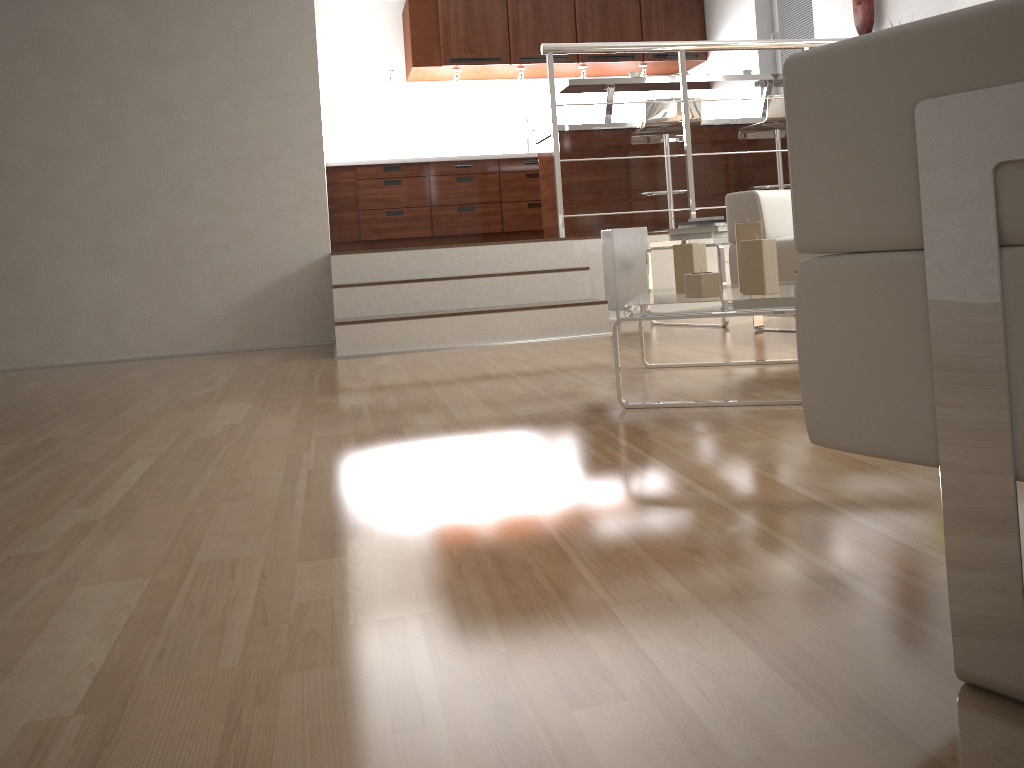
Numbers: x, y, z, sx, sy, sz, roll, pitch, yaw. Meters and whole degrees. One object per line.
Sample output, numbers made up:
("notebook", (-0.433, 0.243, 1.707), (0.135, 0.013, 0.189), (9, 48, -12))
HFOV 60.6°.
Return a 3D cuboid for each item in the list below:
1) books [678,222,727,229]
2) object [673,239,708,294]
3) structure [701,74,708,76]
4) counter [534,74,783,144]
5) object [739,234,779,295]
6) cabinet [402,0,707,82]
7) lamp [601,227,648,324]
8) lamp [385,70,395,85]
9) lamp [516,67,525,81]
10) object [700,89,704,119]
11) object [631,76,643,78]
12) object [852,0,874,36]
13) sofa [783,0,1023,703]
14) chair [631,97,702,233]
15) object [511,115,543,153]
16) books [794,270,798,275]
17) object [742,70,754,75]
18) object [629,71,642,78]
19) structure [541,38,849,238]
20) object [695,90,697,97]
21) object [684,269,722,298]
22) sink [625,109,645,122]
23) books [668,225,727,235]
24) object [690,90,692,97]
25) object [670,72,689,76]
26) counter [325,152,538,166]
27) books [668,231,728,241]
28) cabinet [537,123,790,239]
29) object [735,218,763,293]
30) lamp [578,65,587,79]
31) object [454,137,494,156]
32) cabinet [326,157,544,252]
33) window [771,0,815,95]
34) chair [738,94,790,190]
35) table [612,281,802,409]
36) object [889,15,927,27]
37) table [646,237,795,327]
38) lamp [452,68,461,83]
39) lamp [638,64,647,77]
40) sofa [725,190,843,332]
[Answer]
("books", (0.926, -0.757, 4.179), (0.153, 0.014, 0.216), (-11, 11, -41))
("object", (0.495, -0.327, 2.425), (0.067, 0.150, 0.067), (-5, 1, -41))
("structure", (1.729, -2.874, 8.342), (0.049, 0.034, 0.602), (-5, 9, -11))
("counter", (1.268, -2.024, 6.449), (2.106, 0.317, 0.845), (-6, 8, -11))
("object", (0.619, -0.300, 2.194), (0.067, 0.151, 0.067), (-5, 1, -41))
("cabinet", (0.391, -3.211, 8.097), (2.723, 0.635, 0.654), (-5, 4, -12))
("lamp", (0.590, -0.560, 4.499), (0.193, 0.480, 0.199), (-4, 1, -11))
("lamp", (-1.057, -2.661, 7.610), (0.080, 0.124, 0.081), (-3, 2, 28))
("lamp", (0.077, -2.772, 7.844), (0.080, 0.124, 0.081), (-3, 2, 28))
("object", (1.751, -2.647, 8.127), (0.024, 0.381, 0.071), (-4, 0, -11))
("object", (0.827, -2.093, 6.008), (0.130, 0.008, 0.141), (-5, 9, -9))
("object", (2.250, -2.595, 5.640), (0.150, 0.788, 0.152), (-4, 0, 34))
("sofa", (1.249, -0.213, 1.037), (1.797, 0.736, 0.906), (-9, 7, -36))
("chair", (1.024, -1.409, 5.716), (0.389, 0.846, 0.426), (-4, 1, -7))
("object", (0.176, -2.308, 8.194), (0.330, 0.404, 0.163), (-4, 1, -11))
("books", (0.935, -0.316, 2.466), (0.203, 0.055, 0.295), (-3, 8, 4))
("object", (1.673, -2.203, 6.218), (0.079, 0.045, 0.068), (-1, 6, 25))
("object", (0.841, -2.116, 6.007), (0.079, 0.045, 0.068), (0, 7, 33))
("structure", (1.327, -1.413, 4.929), (2.328, 1.051, 0.057), (-5, 0, -12))
("object", (1.747, -2.674, 8.252), (0.043, 0.364, 0.091), (-4, 0, -12))
("object", (0.485, -0.259, 2.231), (0.067, 0.074, 0.067), (-6, 4, -26))
("sink", (1.405, -2.320, 8.282), (0.673, 0.577, 0.604), (-5, 4, -11))
("books", (0.928, -0.736, 4.178), (0.229, 0.027, 0.287), (-11, 11, -41))
("object", (1.705, -2.681, 8.358), (0.020, 0.377, 0.106), (-4, 0, -11))
("object", (1.197, -2.167, 6.173), (0.140, 0.041, 0.131), (-5, 8, -10))
("counter", (-0.599, -1.982, 7.852), (2.106, 0.040, 0.686), (-6, 9, -12))
("books", (0.930, -0.709, 4.178), (0.228, 0.027, 0.288), (-9, 10, -31))
("cabinet", (1.181, -1.489, 6.493), (1.851, 0.749, 0.636), (-5, 4, -12))
("object", (0.629, -0.341, 2.313), (0.067, 0.196, 0.067), (-4, 0, 14))
("lamp", (0.644, -2.827, 7.960), (0.080, 0.124, 0.081), (-3, 2, 28))
("object", (-0.351, -2.182, 8.131), (0.370, 0.240, 0.156), (-5, 2, -11))
("cabinet", (0.111, -1.668, 7.990), (3.510, 0.798, 0.683), (-5, 4, -12))
("window", (2.234, -2.758, 6.747), (0.142, 1.264, 0.845), (-4, 2, -11))
("chair", (1.801, -1.485, 5.876), (0.388, 0.846, 0.426), (-4, 1, -16))
("table", (0.715, -0.133, 2.374), (0.793, 0.248, 0.709), (-2, 8, 14))
("object", (2.073, -1.147, 4.446), (0.502, 1.471, 0.441), (-4, 0, 2))
("table", (1.017, -0.509, 4.236), (0.555, 0.399, 0.464), (-8, 6, -36))
("lamp", (-0.490, -2.716, 7.727), (0.080, 0.124, 0.081), (-3, 2, 28))
("lamp", (1.211, -2.883, 8.077), (0.080, 0.124, 0.081), (-3, 2, 28))
("sofa", (1.767, -0.568, 3.156), (0.913, 0.735, 1.784), (-7, 8, -36))
